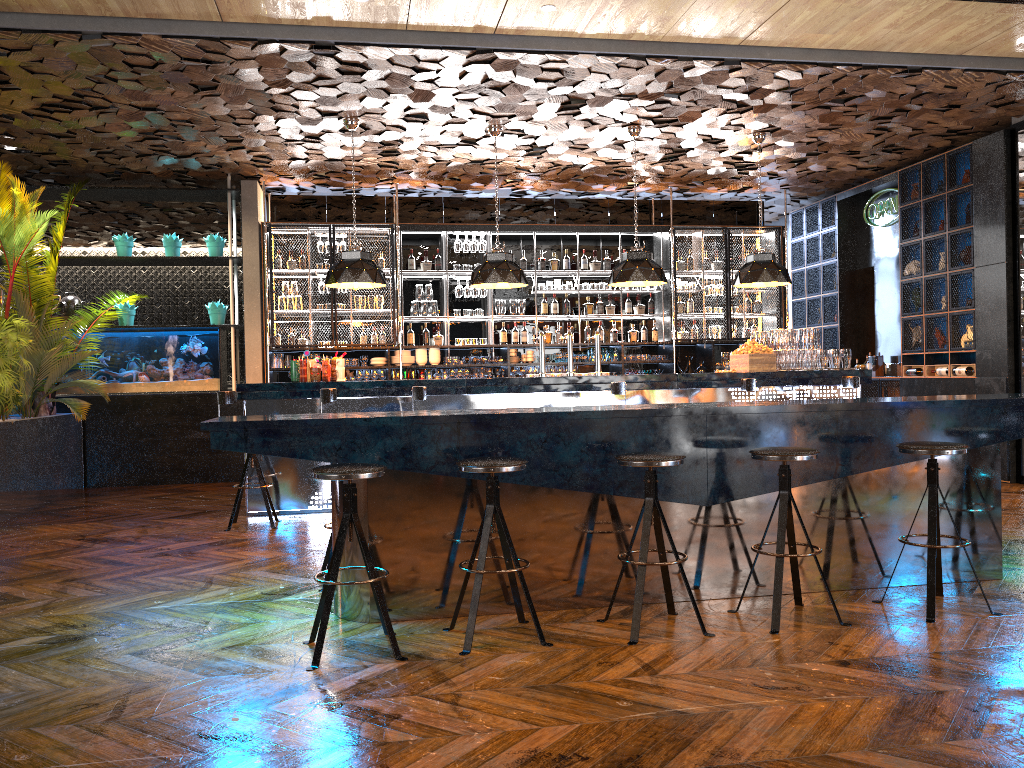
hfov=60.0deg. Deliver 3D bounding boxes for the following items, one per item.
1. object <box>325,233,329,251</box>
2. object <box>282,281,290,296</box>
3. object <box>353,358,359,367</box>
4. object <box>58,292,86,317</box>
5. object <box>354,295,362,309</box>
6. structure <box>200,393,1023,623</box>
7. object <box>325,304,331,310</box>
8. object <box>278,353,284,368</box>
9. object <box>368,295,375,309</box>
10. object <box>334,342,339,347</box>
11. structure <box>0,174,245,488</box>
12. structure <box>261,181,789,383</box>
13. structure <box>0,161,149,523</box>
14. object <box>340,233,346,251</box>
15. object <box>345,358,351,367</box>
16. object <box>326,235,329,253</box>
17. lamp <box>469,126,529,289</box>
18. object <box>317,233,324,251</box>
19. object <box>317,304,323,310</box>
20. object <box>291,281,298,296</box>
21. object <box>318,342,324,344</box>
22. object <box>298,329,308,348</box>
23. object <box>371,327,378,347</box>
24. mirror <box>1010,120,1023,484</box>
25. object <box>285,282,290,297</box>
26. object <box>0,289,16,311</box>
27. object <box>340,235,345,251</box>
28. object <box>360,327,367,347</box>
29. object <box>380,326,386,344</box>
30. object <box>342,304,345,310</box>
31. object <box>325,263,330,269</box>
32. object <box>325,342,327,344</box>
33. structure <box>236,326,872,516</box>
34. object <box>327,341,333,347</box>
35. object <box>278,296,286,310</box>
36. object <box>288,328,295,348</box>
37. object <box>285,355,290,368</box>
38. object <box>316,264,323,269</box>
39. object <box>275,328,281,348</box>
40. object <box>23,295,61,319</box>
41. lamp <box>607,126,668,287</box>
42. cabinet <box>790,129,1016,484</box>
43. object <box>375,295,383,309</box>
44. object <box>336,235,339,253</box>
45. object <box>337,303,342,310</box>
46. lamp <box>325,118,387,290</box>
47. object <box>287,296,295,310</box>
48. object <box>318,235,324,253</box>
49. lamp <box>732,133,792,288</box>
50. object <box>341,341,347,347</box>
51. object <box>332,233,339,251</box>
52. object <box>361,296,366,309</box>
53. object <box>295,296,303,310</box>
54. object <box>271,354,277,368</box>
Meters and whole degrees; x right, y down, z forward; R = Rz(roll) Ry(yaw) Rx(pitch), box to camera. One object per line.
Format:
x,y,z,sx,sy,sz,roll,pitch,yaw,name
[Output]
-2.259,-1.742,10.903,0.081,0.213,0.081,-1,1,-4,object
-2.777,-1.170,10.887,0.092,0.182,0.092,-1,1,-15,object
-1.903,-0.261,10.820,0.078,0.099,0.078,-2,1,-43,object
-5.197,-0.938,10.460,0.278,0.292,0.290,-1,1,27,object
-1.910,-1.008,10.995,0.092,0.182,0.092,-1,1,-15,object
0.946,0.615,4.858,4.941,0.998,0.673,-1,1,-10,structure
-2.266,-0.948,10.952,0.077,0.080,0.077,-2,1,-32,object
-2.792,-0.280,10.696,0.067,0.174,0.067,-1,1,29,object
-1.750,-1.012,11.047,0.092,0.182,0.092,-1,1,-15,object
-2.183,-0.486,11.025,0.077,0.080,0.077,-2,1,-44,object
-5.325,-0.663,10.445,4.269,3.734,0.705,-1,1,-10,structure
0.320,-0.707,11.256,6.750,3.553,1.143,-1,1,-10,structure
-5.207,-0.569,9.235,1.873,3.561,4.073,-1,1,-9,structure
-2.084,-1.746,10.934,0.081,0.213,0.081,-1,1,-4,object
-2.002,-0.261,10.810,0.078,0.103,0.078,-1,1,33,object
-2.284,-1.742,11.045,0.081,0.213,0.081,-1,1,-4,object
-0.150,-1.753,8.784,0.582,1.564,0.607,-1,1,-10,lamp
-2.353,-1.739,10.887,0.081,0.213,0.081,-1,1,-4,object
-2.371,-0.946,10.972,0.077,0.080,0.077,-1,1,2,object
-2.678,-1.172,10.913,0.092,0.182,0.092,-1,1,-15,object
-2.349,-0.481,10.921,0.077,0.080,0.077,-1,1,29,object
-2.572,-0.558,10.924,0.108,0.244,0.108,-1,1,4,object
-1.724,-0.588,11.113,0.075,0.260,0.075,-1,1,39,object
5.092,-0.784,8.217,0.026,3.551,1.194,-1,1,-10,mirror
-2.799,-1.170,10.983,0.092,0.182,0.092,-1,1,-15,object
-6.035,-0.873,10.405,0.458,0.472,0.250,-1,1,17,object
-2.109,-1.747,11.076,0.081,0.213,0.081,-1,1,-4,object
-1.856,-0.584,11.067,0.075,0.261,0.075,-1,1,39,object
-1.619,-0.590,11.110,0.075,0.260,0.075,-1,1,39,object
-2.120,-0.953,11.084,0.077,0.080,0.077,-1,1,-14,object
-2.270,-1.445,10.963,0.077,0.080,0.077,-1,1,26,object
-2.308,-0.484,11.078,0.077,0.080,0.077,-1,1,29,object
0.477,0.246,8.774,6.009,1.685,1.214,-1,1,-10,structure
-2.244,-0.484,10.927,0.077,0.080,0.077,-2,1,-24,object
-2.823,-0.986,10.881,0.092,0.182,0.092,-1,1,-15,object
-2.706,-0.564,10.890,0.075,0.260,0.075,-1,1,24,object
-2.707,-0.271,10.691,0.051,0.152,0.058,-1,1,-5,object
-2.378,-1.443,10.964,0.077,0.080,0.077,-1,1,-19,object
-2.875,-0.559,10.888,0.075,0.261,0.075,-1,1,39,object
-5.562,-0.852,10.490,0.378,0.398,0.232,-1,1,20,object
1.244,-1.785,8.910,0.582,1.564,0.607,-1,1,-10,lamp
4.792,-0.786,11.018,0.691,3.514,4.416,-1,1,-10,cabinet
-1.653,-1.014,11.043,0.092,0.182,0.092,-1,1,-15,object
-2.199,-1.744,11.060,0.081,0.213,0.081,-1,1,-4,object
-2.133,-0.951,10.921,0.077,0.080,0.077,-1,1,-14,object
-1.500,-1.693,8.419,0.582,1.606,0.607,-1,1,-10,lamp
-2.720,-0.989,10.900,0.092,0.182,0.092,-1,1,-15,object
-2.378,-1.740,11.029,0.081,0.213,0.081,-1,1,-4,object
2.598,-1.818,9.270,0.582,1.564,0.607,-1,1,-10,lamp
-2.083,-0.488,10.987,0.077,0.080,0.077,-1,1,-22,object
-2.174,-1.744,10.918,0.081,0.213,0.081,-1,1,-4,object
-1.873,-1.010,11.103,0.092,0.182,0.092,-1,1,-15,object
-2.620,-0.991,10.906,0.092,0.182,0.092,-1,1,-15,object
-2.868,-0.278,10.671,0.067,0.174,0.067,-1,1,-2,object
